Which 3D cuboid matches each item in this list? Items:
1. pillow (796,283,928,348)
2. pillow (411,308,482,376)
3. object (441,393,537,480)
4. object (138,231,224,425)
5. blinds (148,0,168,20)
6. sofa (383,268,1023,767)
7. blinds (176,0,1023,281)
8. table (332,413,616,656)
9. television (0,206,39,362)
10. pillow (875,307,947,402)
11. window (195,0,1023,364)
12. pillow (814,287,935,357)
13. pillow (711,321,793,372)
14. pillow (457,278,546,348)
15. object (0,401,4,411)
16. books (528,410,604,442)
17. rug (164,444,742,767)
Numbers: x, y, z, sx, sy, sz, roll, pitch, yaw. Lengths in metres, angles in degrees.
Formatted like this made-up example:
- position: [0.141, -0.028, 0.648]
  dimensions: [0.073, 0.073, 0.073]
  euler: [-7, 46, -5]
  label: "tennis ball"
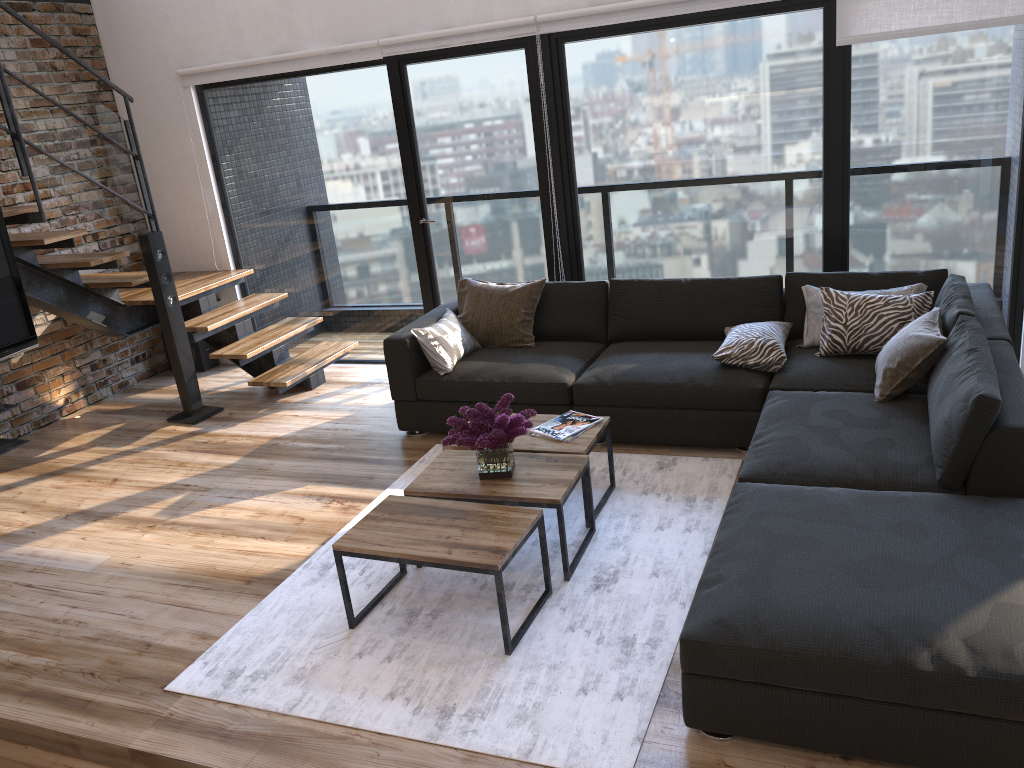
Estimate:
- position: [1.744, -0.332, 4.429]
  dimensions: [0.611, 0.295, 0.233]
  euler: [2, 21, 23]
  label: "pillow"
- position: [-0.358, -0.246, 5.012]
  dimensions: [0.212, 0.267, 0.496]
  euler: [2, 21, 23]
  label: "pillow"
- position: [-0.075, 0.193, 3.498]
  dimensions: [0.341, 0.344, 0.373]
  euler: [2, 21, 24]
  label: "object"
- position: [-2.137, -0.355, 5.601]
  dimensions: [0.271, 1.212, 0.270]
  euler: [4, 22, 27]
  label: "object"
- position: [-2.643, -3.537, 4.606]
  dimensions: [10.204, 2.990, 1.985]
  euler: [-6, 19, 3]
  label: "blinds"
- position: [0.527, 0.169, 3.896]
  dimensions: [3.043, 0.704, 2.985]
  euler: [1, 20, 23]
  label: "sofa"
- position: [0.271, -1.148, 5.404]
  dimensions: [5.368, 2.054, 0.095]
  euler: [1, 21, 23]
  label: "blinds"
- position: [-0.060, 0.525, 3.603]
  dimensions: [0.697, 0.352, 1.292]
  euler: [1, 21, 23]
  label: "table"
- position: [-2.880, -0.348, 4.215]
  dimensions: [0.136, 0.787, 1.201]
  euler: [2, 21, 23]
  label: "television"
- position: [1.731, -0.130, 3.867]
  dimensions: [0.273, 0.310, 0.544]
  euler: [1, 21, 22]
  label: "pillow"
- position: [-0.710, -1.957, 3.581]
  dimensions: [13.395, 5.594, 5.637]
  euler: [1, 21, 23]
  label: "window"
- position: [1.742, -0.299, 4.263]
  dimensions: [0.531, 0.316, 0.249]
  euler: [3, 21, 26]
  label: "pillow"
- position: [1.224, -0.201, 4.495]
  dimensions: [0.356, 0.178, 0.528]
  euler: [1, 20, 21]
  label: "pillow"
- position: [-0.102, -0.419, 5.221]
  dimensions: [0.609, 0.384, 0.264]
  euler: [1, 21, 23]
  label: "pillow"
- position: [-2.763, 0.165, 4.388]
  dimensions: [0.275, 0.058, 0.358]
  euler: [1, 20, 23]
  label: "object"
- position: [0.243, 0.186, 3.920]
  dimensions: [0.228, 0.013, 0.294]
  euler: [11, 26, 42]
  label: "books"
- position: [-0.048, 0.703, 3.627]
  dimensions: [1.636, 0.003, 2.103]
  euler: [1, 20, 23]
  label: "rug"
